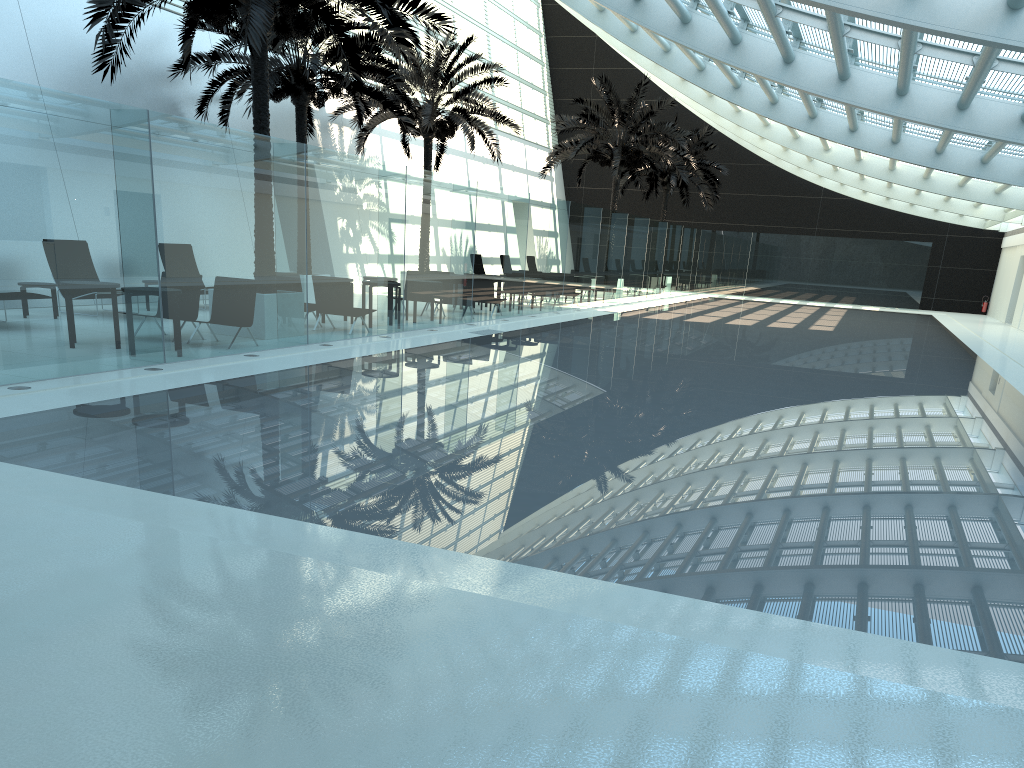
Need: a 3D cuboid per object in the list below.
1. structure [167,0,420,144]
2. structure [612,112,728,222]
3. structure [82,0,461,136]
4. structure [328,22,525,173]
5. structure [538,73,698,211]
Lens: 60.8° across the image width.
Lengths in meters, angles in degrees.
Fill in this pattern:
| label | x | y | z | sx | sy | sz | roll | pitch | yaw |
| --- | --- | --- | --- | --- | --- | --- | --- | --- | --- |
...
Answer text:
| label | x | y | z | sx | sy | sz | roll | pitch | yaw |
| --- | --- | --- | --- | --- | --- | --- | --- | --- | --- |
| structure | -4.467 | -5.184 | 18.388 | 4.643 | 7.141 | 4.079 | 3 | 16 | 0 |
| structure | 6.568 | -7.468 | 36.516 | 4.459 | 7.334 | 4.587 | 3 | 15 | 0 |
| structure | -3.678 | -4.238 | 12.210 | 4.702 | 7.335 | 4.351 | 16 | 20 | 38 |
| structure | -2.406 | -5.949 | 23.793 | 4.591 | 7.204 | 4.129 | -7 | 19 | -34 |
| structure | 3.492 | -6.506 | 29.268 | 4.795 | 7.335 | 4.264 | 8 | 16 | 14 |
